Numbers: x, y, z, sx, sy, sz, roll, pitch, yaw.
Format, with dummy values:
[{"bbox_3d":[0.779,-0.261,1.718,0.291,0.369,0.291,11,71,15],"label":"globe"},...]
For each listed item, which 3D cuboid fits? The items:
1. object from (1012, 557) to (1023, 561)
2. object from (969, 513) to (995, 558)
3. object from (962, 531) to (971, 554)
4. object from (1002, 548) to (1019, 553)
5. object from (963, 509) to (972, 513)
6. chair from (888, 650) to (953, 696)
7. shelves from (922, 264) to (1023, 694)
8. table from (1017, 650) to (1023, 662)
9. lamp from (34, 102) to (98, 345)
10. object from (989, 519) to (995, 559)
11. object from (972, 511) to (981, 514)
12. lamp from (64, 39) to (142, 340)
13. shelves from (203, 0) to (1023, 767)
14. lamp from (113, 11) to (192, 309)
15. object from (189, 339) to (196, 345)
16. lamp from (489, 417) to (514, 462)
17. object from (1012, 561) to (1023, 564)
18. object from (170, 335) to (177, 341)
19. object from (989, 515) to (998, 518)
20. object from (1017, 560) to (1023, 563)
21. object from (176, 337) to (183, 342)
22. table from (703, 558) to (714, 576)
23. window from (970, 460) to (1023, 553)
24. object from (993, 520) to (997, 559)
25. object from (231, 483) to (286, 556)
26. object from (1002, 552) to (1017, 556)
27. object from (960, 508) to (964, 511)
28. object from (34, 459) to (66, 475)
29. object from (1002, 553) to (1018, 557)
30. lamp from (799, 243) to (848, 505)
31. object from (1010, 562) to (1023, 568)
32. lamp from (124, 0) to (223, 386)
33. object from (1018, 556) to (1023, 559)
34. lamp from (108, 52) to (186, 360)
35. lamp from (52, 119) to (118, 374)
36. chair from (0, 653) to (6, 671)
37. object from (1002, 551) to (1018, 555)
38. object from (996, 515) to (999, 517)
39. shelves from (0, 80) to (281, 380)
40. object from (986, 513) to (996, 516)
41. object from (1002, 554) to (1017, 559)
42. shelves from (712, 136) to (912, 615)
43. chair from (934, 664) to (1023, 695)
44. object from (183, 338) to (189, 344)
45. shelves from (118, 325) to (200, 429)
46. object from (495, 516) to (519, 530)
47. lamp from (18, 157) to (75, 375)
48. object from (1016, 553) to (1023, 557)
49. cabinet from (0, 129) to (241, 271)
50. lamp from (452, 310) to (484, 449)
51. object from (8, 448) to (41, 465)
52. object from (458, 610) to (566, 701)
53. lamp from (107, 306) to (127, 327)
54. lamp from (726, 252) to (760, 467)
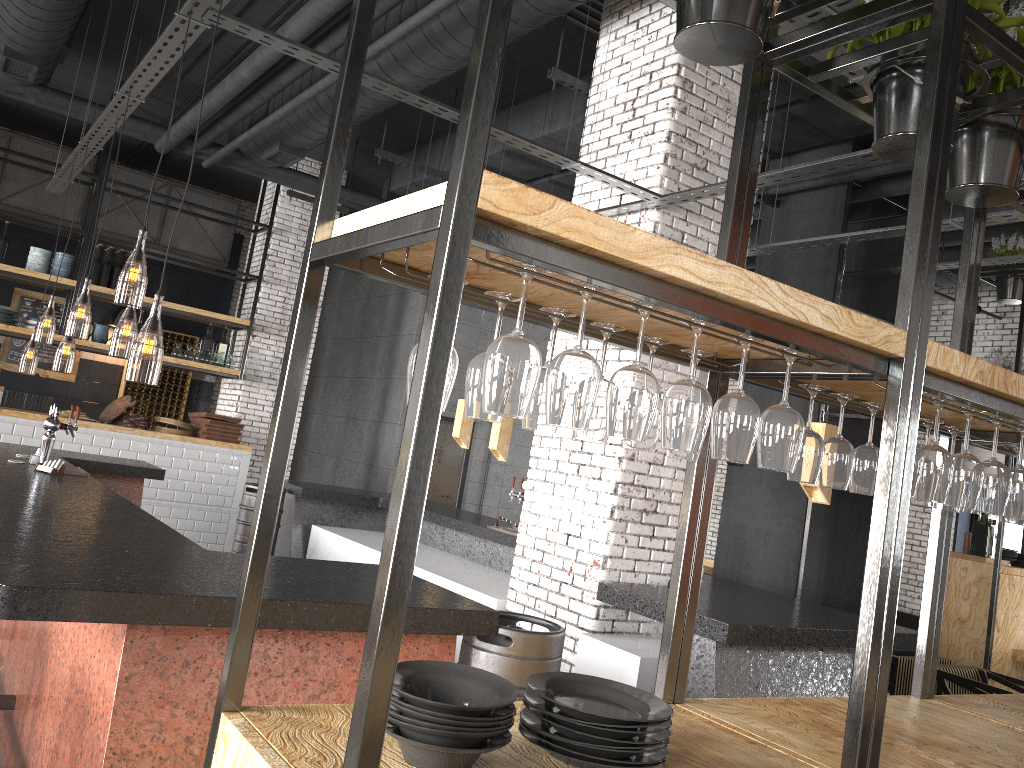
[{"bbox_3d":[4.710,1.625,8.173,0.306,0.042,0.305,8,-5,14],"label":"object"},{"bbox_3d":[4.099,1.254,7.704,0.106,0.555,0.157,14,-7,-34],"label":"object"},{"bbox_3d":[4.126,1.459,8.044,0.056,0.249,0.056,15,-8,-41],"label":"object"},{"bbox_3d":[4.421,1.516,8.001,0.257,0.076,0.256,9,-5,4],"label":"object"},{"bbox_3d":[4.086,1.013,7.934,0.101,0.268,0.100,9,-6,3],"label":"object"},{"bbox_3d":[2.689,2.292,6.476,0.655,0.732,0.638,13,-7,-32],"label":"chair"},{"bbox_3d":[4.969,0.656,8.393,2.328,5.029,0.690,13,-7,-33],"label":"shelves"},{"bbox_3d":[5.316,2.810,7.560,2.111,0.765,1.000,13,-6,-33],"label":"table"},{"bbox_3d":[-2.820,-1.042,5.663,0.108,1.602,0.108,10,-6,-2],"label":"lamp"},{"bbox_3d":[4.160,1.364,7.762,0.070,0.368,0.107,14,-7,-34],"label":"object"},{"bbox_3d":[4.205,1.040,8.015,0.101,0.268,0.100,9,-6,3],"label":"object"},{"bbox_3d":[-2.064,-1.016,4.544,0.108,1.602,0.108,10,-6,-2],"label":"lamp"},{"bbox_3d":[1.336,-0.465,2.613,3.651,5.029,0.690,13,-7,-33],"label":"shelves"},{"bbox_3d":[-1.378,-1.091,3.562,0.108,1.602,0.108,10,-6,-2],"label":"lamp"},{"bbox_3d":[-4.738,-0.622,13.164,0.079,0.079,0.283,13,-6,-33],"label":"object"},{"bbox_3d":[-0.001,-0.126,7.770,0.127,1.610,0.127,14,-7,-33],"label":"lamp"},{"bbox_3d":[4.703,1.663,8.168,0.305,0.041,0.305,11,-5,-16],"label":"object"},{"bbox_3d":[-4.955,-0.674,12.989,0.079,0.079,0.283,13,-6,-33],"label":"object"},{"bbox_3d":[4.445,1.094,8.177,0.101,0.268,0.100,9,-6,3],"label":"object"},{"bbox_3d":[4.706,1.648,8.170,0.305,0.044,0.305,13,-6,-33],"label":"object"},{"bbox_3d":[-4.881,-0.656,13.044,0.079,0.079,0.283,13,-6,-33],"label":"object"},{"bbox_3d":[2.505,2.678,11.331,0.998,0.765,4.136,13,-6,-34],"label":"table"},{"bbox_3d":[5.662,1.478,10.253,0.364,2.704,0.748,14,-7,-33],"label":"window"},{"bbox_3d":[4.212,1.376,7.799,0.070,0.368,0.107,14,-7,-34],"label":"object"},{"bbox_3d":[-2.325,1.436,8.013,0.399,1.037,0.397,9,-6,2],"label":"object"},{"bbox_3d":[4.416,1.545,7.997,0.257,0.072,0.256,7,-6,28],"label":"object"},{"bbox_3d":[3.973,0.987,7.858,0.101,0.268,0.100,9,-6,3],"label":"object"},{"bbox_3d":[-2.819,0.496,5.417,0.178,0.091,0.090,6,-6,31],"label":"object"},{"bbox_3d":[4.412,1.562,7.996,0.257,0.075,0.256,10,-5,-8],"label":"object"},{"bbox_3d":[1.824,-0.092,5.078,0.127,1.550,0.127,14,-7,-33],"label":"lamp"},{"bbox_3d":[4.701,1.674,8.168,0.306,0.035,0.305,9,-5,4],"label":"object"},{"bbox_3d":[-1.125,-0.787,3.083,0.108,1.602,0.108,10,-6,-2],"label":"lamp"},{"bbox_3d":[4.712,1.611,8.175,0.305,0.037,0.306,13,-6,-32],"label":"object"},{"bbox_3d":[-1.647,-0.835,4.076,0.108,1.464,0.108,6,-7,28],"label":"lamp"},{"bbox_3d":[-2.435,-0.852,5.136,0.108,1.602,0.108,5,-8,38],"label":"lamp"},{"bbox_3d":[-1.681,1.165,2.514,0.439,0.807,0.479,8,-6,15],"label":"chair"},{"bbox_3d":[4.416,1.541,7.998,0.256,0.072,0.257,13,-6,-34],"label":"object"},{"bbox_3d":[4.246,1.018,7.697,0.101,0.268,0.100,9,-6,3],"label":"object"},{"bbox_3d":[-5.389,-2.088,9.253,5.664,3.073,0.597,13,-7,-33],"label":"shelves"},{"bbox_3d":[4.133,0.993,7.621,0.101,0.268,0.100,9,-6,3],"label":"object"},{"bbox_3d":[4.411,1.569,7.995,0.256,0.076,0.257,13,-6,-34],"label":"object"},{"bbox_3d":[2.614,-0.132,7.495,1.001,4.376,6.148,14,-7,-34],"label":"shelves"},{"bbox_3d":[3.122,2.307,5.835,0.655,0.732,0.638,13,-7,-31],"label":"chair"},{"bbox_3d":[-4.824,-0.640,13.125,0.079,0.079,0.283,13,-6,-33],"label":"object"},{"bbox_3d":[-5.244,0.279,12.904,0.887,2.153,0.251,13,-7,-33],"label":"shelves"},{"bbox_3d":[-0.035,1.103,7.017,0.178,0.091,0.090,6,-6,31],"label":"object"},{"bbox_3d":[-3.183,-0.858,6.130,0.108,1.602,0.108,10,-6,-2],"label":"lamp"},{"bbox_3d":[4.716,1.585,8.179,0.306,0.039,0.305,5,-7,39],"label":"object"},{"bbox_3d":[-6.575,-2.277,11.211,5.851,1.772,0.682,13,-7,-33],"label":"cabinet"},{"bbox_3d":[-0.361,-0.168,8.313,0.127,1.550,0.127,14,-7,-33],"label":"lamp"},{"bbox_3d":[-3.350,0.457,6.056,0.200,0.106,0.766,13,-6,-34],"label":"object"},{"bbox_3d":[-0.068,1.386,3.237,0.399,1.037,0.397,9,-6,2],"label":"object"},{"bbox_3d":[-5.460,-1.263,12.624,0.389,0.939,0.390,13,-7,-31],"label":"lamp"},{"bbox_3d":[1.472,-0.180,5.625,0.127,1.398,0.127,14,-7,-33],"label":"lamp"}]
